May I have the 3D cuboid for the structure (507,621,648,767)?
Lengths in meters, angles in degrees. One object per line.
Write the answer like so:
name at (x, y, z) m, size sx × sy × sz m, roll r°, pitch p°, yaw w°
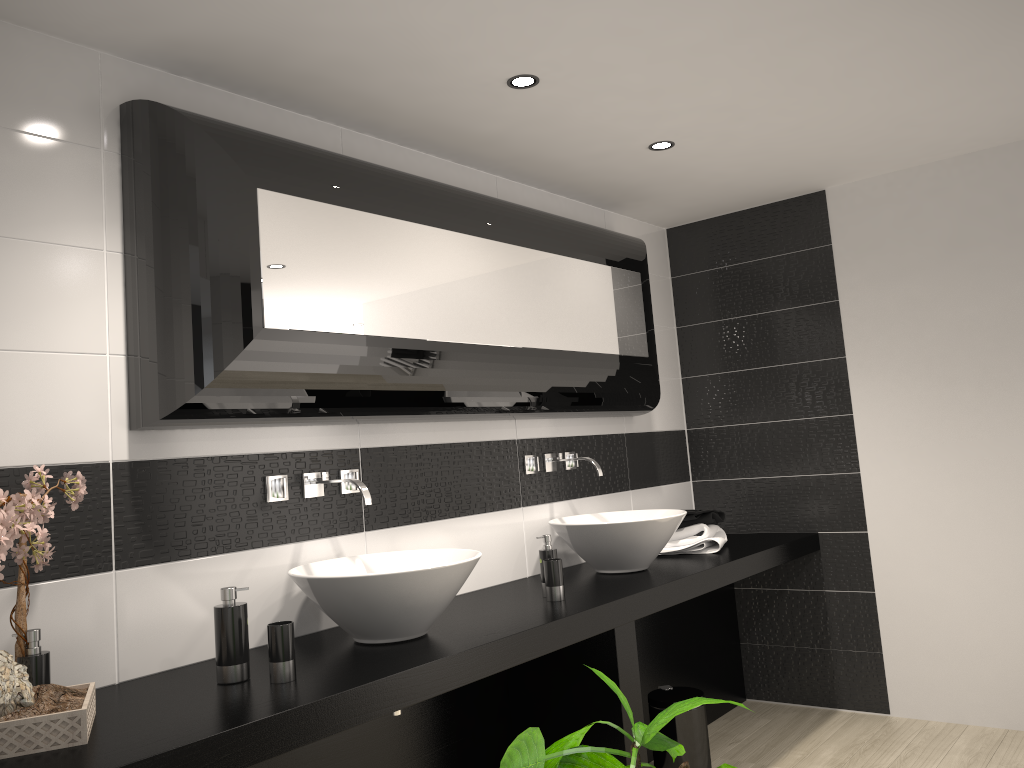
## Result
structure at (0.219, 1.191, 3.002) m, size 0.463 × 0.765 × 0.126 m, roll -9°, pitch -8°, yaw 38°

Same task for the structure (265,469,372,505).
structure at (-0.525, 0.319, 2.722) m, size 0.258 × 0.108 × 0.367 m, roll -8°, pitch -6°, yaw 38°

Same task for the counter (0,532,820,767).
counter at (0.061, 0.780, 3.040) m, size 0.653 × 0.084 × 3.842 m, roll -8°, pitch -6°, yaw 38°

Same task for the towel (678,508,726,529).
towel at (0.747, 0.637, 4.093) m, size 0.405 × 0.132 × 0.387 m, roll -7°, pitch -5°, yaw 25°

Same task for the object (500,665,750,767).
object at (0.174, 0.827, 0.817) m, size 0.438 × 1.135 × 0.417 m, roll -3°, pitch -6°, yaw -11°

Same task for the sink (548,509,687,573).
sink at (0.434, 0.640, 3.577) m, size 0.559 × 0.213 × 0.558 m, roll -6°, pitch -5°, yaw 17°

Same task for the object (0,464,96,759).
object at (-1.001, 0.441, 1.787) m, size 0.261 × 0.562 × 0.626 m, roll -2°, pitch -6°, yaw -22°

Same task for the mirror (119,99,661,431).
mirror at (-0.141, -0.320, 3.348) m, size 0.257 × 0.905 × 2.612 m, roll -10°, pitch -7°, yaw 38°

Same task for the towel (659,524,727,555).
towel at (0.771, 0.702, 4.054) m, size 0.405 × 0.133 × 0.390 m, roll -7°, pitch -5°, yaw 23°

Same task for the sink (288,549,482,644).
sink at (-0.358, 0.622, 2.574) m, size 0.559 × 0.213 × 0.557 m, roll -4°, pitch -5°, yaw -8°

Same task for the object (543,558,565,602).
object at (0.142, 0.658, 2.978) m, size 0.063 × 0.134 × 0.063 m, roll -3°, pitch -6°, yaw -17°

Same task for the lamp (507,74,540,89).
lamp at (0.036, -0.973, 2.855) m, size 0.105 × 0.004 × 0.105 m, roll -7°, pitch -5°, yaw 23°

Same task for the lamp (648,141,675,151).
lamp at (0.603, -0.960, 3.573) m, size 0.105 × 0.004 × 0.105 m, roll -3°, pitch -5°, yaw -19°

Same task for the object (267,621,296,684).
object at (-0.554, 0.645, 2.134) m, size 0.063 × 0.134 × 0.063 m, roll -3°, pitch -6°, yaw -17°

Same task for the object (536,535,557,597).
object at (0.129, 0.630, 3.077) m, size 0.063 × 0.208 × 0.063 m, roll -7°, pitch -7°, yaw 18°

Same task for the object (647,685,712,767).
object at (0.676, 1.412, 3.542) m, size 0.226 × 0.339 × 0.301 m, roll 1°, pitch -8°, yaw -42°

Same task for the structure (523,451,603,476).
structure at (0.265, 0.338, 3.723) m, size 0.258 × 0.108 × 0.367 m, roll -8°, pitch -6°, yaw 38°

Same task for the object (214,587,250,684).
object at (-0.690, 0.613, 2.181) m, size 0.079 × 0.221 × 0.079 m, roll -8°, pitch -7°, yaw 28°
